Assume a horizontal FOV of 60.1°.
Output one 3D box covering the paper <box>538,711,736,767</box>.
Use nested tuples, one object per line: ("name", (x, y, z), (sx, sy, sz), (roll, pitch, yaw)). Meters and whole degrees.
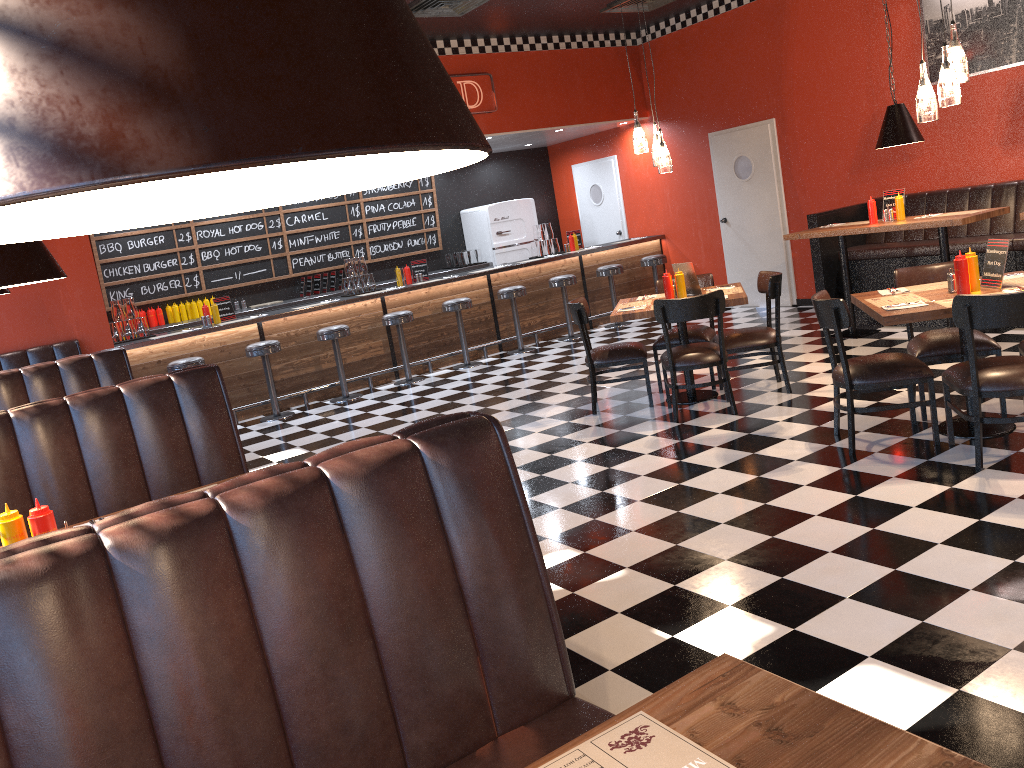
("paper", (0.123, 0.578, 1.219), (0.367, 0.001, 0.261), (-16, 12, -30))

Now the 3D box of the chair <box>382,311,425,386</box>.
("chair", (-1.185, -0.402, 9.645), (0.348, 0.770, 0.351), (-8, 9, 8))

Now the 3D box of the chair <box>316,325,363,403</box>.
("chair", (-1.803, -0.222, 9.249), (0.348, 0.770, 0.351), (-7, 9, 18))

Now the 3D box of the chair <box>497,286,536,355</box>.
("chair", (0.051, -0.762, 10.438), (0.348, 0.770, 0.351), (-8, 9, 13))

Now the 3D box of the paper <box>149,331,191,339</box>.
("paper", (-3.363, -0.484, 8.713), (0.367, 0.001, 0.261), (-16, 12, -30))

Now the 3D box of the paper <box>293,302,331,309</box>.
("paper", (-2.164, -0.841, 9.526), (0.367, 0.001, 0.261), (-16, 12, -30))

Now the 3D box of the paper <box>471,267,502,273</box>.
("paper", (-0.321, -1.372, 10.678), (0.367, 0.001, 0.261), (-17, 13, -35))

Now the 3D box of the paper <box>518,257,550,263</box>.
("paper", (0.262, -1.550, 11.094), (0.367, 0.001, 0.261), (-16, 12, -30))

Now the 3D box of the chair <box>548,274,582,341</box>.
("chair", (0.669, -0.941, 10.834), (0.350, 0.770, 0.349), (-15, 10, -32))

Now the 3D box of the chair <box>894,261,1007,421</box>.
("chair", (2.631, -0.283, 5.355), (0.485, 0.862, 0.549), (-7, 9, 16))

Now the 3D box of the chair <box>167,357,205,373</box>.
("chair", (-3.039, 0.138, 8.456), (0.348, 0.770, 0.351), (-8, 9, 13))

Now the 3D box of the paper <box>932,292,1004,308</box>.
("paper", (2.381, -0.433, 4.531), (0.365, 0.001, 0.263), (-7, 11, 11))

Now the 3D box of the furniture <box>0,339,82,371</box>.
("furniture", (-4.398, 0.366, 7.441), (1.718, 1.147, 0.707), (-16, 11, -32))

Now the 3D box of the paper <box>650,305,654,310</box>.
("paper", (1.178, -0.573, 6.343), (0.365, 0.001, 0.263), (-7, 11, 12))

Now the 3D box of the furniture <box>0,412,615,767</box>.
("furniture", (-0.488, 0.843, 1.428), (1.718, 1.147, 0.707), (-16, 11, -32))

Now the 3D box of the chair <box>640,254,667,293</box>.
("chair", (1.905, -1.301, 11.627), (0.348, 0.770, 0.351), (-8, 9, 13))

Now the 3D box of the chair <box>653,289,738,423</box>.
("chair", (1.284, -0.222, 6.241), (0.486, 0.862, 0.548), (-9, 9, 7))

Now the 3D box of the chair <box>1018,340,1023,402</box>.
("chair", (3.035, -0.232, 4.724), (0.543, 0.862, 0.490), (-6, 9, 22))

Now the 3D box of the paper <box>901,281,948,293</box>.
("paper", (2.490, -0.575, 5.182), (0.365, 0.001, 0.263), (-7, 11, 11))

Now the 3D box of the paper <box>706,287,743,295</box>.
("paper", (1.573, -0.683, 6.569), (0.260, 0.001, 0.368), (-7, 11, 13))

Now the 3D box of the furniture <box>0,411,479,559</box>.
("furniture", (-0.872, 0.796, 2.019), (1.718, 1.147, 0.707), (-16, 11, -32))

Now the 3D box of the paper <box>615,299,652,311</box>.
("paper", (0.925, -0.600, 6.712), (0.260, 0.001, 0.368), (-7, 11, 13))

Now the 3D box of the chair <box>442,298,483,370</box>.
("chair", (-0.567, -0.582, 10.042), (0.348, 0.770, 0.351), (-8, 9, 13))

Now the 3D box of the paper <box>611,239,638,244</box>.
("paper", (1.541, -1.920, 11.906), (0.366, 0.001, 0.262), (-14, 11, -21))

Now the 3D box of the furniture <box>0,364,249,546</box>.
("furniture", (-1.789, 0.685, 3.430), (1.718, 1.147, 0.707), (-16, 11, -32))

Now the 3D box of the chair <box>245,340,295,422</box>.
("chair", (-2.421, -0.042, 8.853), (0.348, 0.770, 0.351), (-7, 9, 18))

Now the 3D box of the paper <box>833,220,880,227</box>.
("paper", (3.149, -1.463, 8.056), (0.262, 0.001, 0.366), (-16, 12, -29))

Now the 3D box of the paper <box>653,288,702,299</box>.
("paper", (1.301, -0.711, 6.963), (0.365, 0.001, 0.263), (-7, 11, 15))

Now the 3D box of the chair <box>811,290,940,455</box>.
("chair", (2.010, -0.103, 4.964), (0.544, 0.862, 0.490), (-8, 9, 10))

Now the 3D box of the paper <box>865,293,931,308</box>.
("paper", (2.136, -0.467, 4.927), (0.261, 0.001, 0.368), (-8, 11, 11))

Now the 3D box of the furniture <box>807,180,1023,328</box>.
("furniture", (5.822, -0.980, 5.417), (1.110, 1.142, 8.771), (-15, 12, -31))

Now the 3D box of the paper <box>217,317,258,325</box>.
("paper", (-2.815, -0.646, 9.081), (0.367, 0.001, 0.261), (-16, 12, -30))

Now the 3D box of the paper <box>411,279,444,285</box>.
("paper", (-0.966, -1.185, 10.270), (0.367, 0.001, 0.261), (-16, 12, -30))

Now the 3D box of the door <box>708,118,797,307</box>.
("door", (2.874, -2.004, 10.673), (0.162, 2.165, 1.028), (-15, 10, -31))

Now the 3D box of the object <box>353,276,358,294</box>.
("object", (-1.790, -1.137, 10.187), (0.105, 0.207, 0.106), (-8, 9, 13))

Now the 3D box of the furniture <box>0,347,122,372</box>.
("furniture", (-3.476, 0.479, 6.023), (1.718, 1.147, 0.707), (-16, 11, -32))

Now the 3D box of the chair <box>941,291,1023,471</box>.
("chair", (2.436, -0.067, 4.390), (0.486, 0.862, 0.549), (-8, 9, 13))

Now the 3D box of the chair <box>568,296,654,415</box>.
("chair", (0.767, -0.257, 6.883), (0.544, 0.862, 0.490), (-8, 9, 8))

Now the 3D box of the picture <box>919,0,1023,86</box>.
("picture", (4.421, -3.266, 7.736), (0.023, 0.933, 1.773), (-15, 11, -31))

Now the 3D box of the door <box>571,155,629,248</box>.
("door", (1.343, -2.191, 13.027), (0.162, 2.165, 1.028), (-15, 10, -31))

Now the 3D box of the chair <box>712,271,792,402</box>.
("chair", (1.774, -0.368, 6.572), (0.544, 0.862, 0.490), (-8, 9, 8))

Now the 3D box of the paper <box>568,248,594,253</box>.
("paper", (0.881, -1.728, 11.483), (0.367, 0.001, 0.261), (-16, 12, -31))

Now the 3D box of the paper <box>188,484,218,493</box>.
("paper", (-1.197, 0.432, 3.167), (0.367, 0.001, 0.261), (-17, 13, -34))

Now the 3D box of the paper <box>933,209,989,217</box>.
("paper", (3.666, -1.397, 7.248), (0.262, 0.001, 0.366), (-16, 12, -29))

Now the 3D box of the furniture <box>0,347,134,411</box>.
("furniture", (-3.091, 0.526, 5.432), (1.718, 1.147, 0.707), (-16, 11, -32))

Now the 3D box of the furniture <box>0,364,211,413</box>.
("furniture", (-2.174, 0.638, 4.021), (1.718, 1.147, 0.707), (-16, 11, -32))

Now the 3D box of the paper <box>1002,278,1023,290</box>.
("paper", (2.759, -0.549, 4.805), (0.260, 0.001, 0.368), (-7, 11, 14))

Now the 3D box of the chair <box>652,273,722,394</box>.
("chair", (1.415, -0.422, 7.178), (0.485, 0.862, 0.549), (-6, 10, 25))

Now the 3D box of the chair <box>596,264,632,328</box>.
("chair", (1.287, -1.121, 11.231), (0.350, 0.770, 0.349), (-14, 10, -27))

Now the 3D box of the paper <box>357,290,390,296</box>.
("paper", (-1.537, -1.021, 9.912), (0.367, 0.001, 0.261), (-16, 12, -30))
